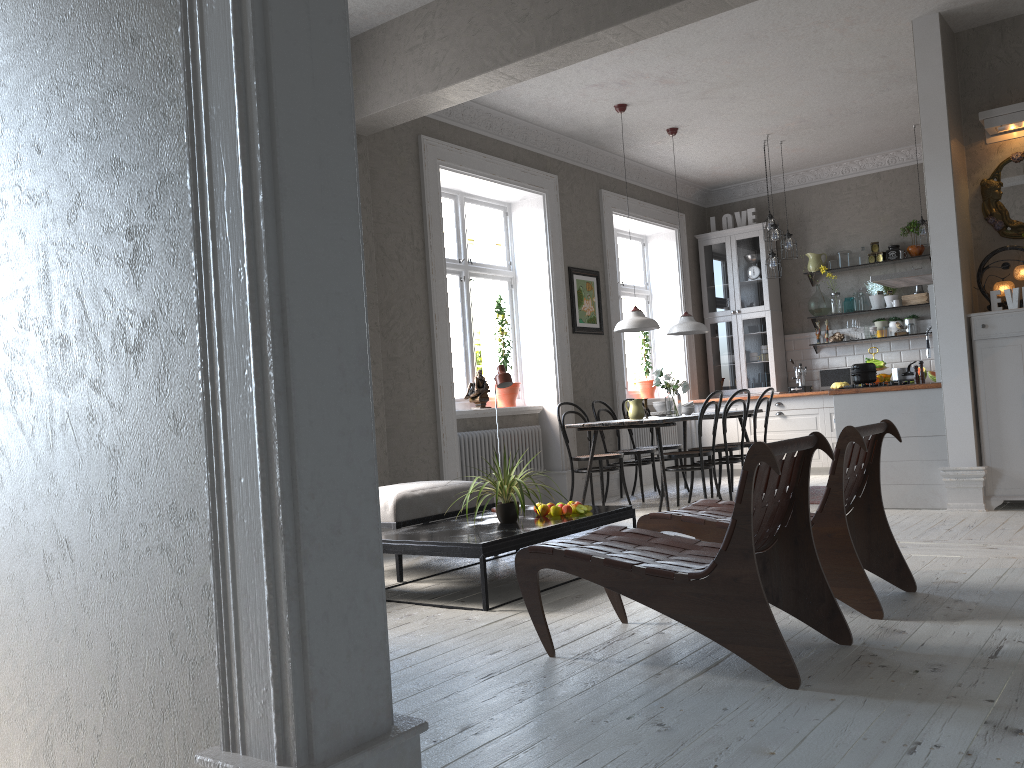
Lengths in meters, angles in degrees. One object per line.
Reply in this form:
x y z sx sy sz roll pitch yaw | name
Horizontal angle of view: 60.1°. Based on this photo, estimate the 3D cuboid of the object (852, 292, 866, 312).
3.689 -0.872 9.426 0.127 0.206 0.122 -3 -2 -30 | object

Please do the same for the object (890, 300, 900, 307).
3.980 -0.834 9.177 0.063 0.071 0.104 -3 -2 -23 | object

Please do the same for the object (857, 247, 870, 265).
3.781 -1.366 9.519 0.140 0.220 0.139 -4 -2 -4 | object

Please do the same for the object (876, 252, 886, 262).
3.882 -1.328 9.311 0.084 0.113 0.081 -2 -2 -43 | object

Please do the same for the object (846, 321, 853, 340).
3.645 -0.573 9.556 0.080 0.217 0.083 -5 -2 23 | object

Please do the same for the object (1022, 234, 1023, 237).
3.496 -0.779 5.693 0.345 0.553 0.293 -3 -2 -19 | object

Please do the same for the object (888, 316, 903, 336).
4.031 -0.605 9.307 0.150 0.214 0.171 -3 -2 -23 | object

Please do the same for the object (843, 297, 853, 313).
3.649 -0.848 9.570 0.123 0.172 0.129 -5 -2 40 | object

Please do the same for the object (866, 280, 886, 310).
3.886 -0.962 9.392 0.239 0.354 0.240 -3 -2 -35 | object

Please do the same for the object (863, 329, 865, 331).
3.796 -0.553 9.463 0.079 0.083 0.076 -3 -2 -35 | object

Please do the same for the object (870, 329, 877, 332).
3.801 -0.544 9.308 0.079 0.051 0.075 -3 -2 -34 | object

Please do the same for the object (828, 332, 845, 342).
3.517 -0.508 9.601 0.175 0.111 0.097 -4 -2 14 | object

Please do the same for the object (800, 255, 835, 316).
3.323 -1.075 9.682 0.333 0.674 0.339 -4 -2 5 | object

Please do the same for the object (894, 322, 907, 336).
4.037 -0.576 9.191 0.118 0.147 0.101 -4 -2 5 | object

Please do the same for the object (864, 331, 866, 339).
3.798 -0.520 9.462 0.079 0.083 0.076 -3 -2 -35 | object

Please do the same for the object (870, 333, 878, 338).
3.803 -0.510 9.307 0.076 0.051 0.078 -5 -2 30 | object

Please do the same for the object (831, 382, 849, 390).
3.430 0.019 9.253 0.193 0.083 0.193 -5 -2 37 | object

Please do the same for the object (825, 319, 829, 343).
3.447 -0.576 9.684 0.062 0.264 0.052 -3 -2 -17 | object

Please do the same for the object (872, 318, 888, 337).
3.904 -0.598 9.391 0.155 0.217 0.158 -4 -2 17 | object

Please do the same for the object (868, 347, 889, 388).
3.771 -0.175 9.207 0.347 0.425 0.357 -5 -2 22 | object

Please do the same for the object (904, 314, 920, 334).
4.166 -0.616 9.217 0.155 0.213 0.156 -5 -2 35 | object

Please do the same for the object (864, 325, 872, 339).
3.774 -0.549 9.384 0.078 0.139 0.079 -4 -2 10 | object

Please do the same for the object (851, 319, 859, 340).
3.657 -0.578 9.428 0.080 0.217 0.083 -5 -2 23 | object

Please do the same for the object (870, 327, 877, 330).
3.799 -0.570 9.309 0.076 0.051 0.078 -5 -2 23 | object

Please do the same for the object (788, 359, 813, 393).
3.111 -0.089 9.635 0.201 0.370 0.360 -5 -2 37 | object

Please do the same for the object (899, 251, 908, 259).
4.036 -1.336 9.134 0.091 0.096 0.076 -5 -2 38 | object

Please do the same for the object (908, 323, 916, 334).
4.113 -0.567 9.112 0.076 0.108 0.079 -5 -2 30 | object

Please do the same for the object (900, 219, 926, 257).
4.153 -1.496 9.110 0.245 0.397 0.256 -3 -2 -28 | object

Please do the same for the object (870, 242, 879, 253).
3.827 -1.435 9.339 0.082 0.113 0.084 -5 -2 17 | object

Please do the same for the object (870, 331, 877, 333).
3.802 -0.527 9.308 0.076 0.051 0.078 -5 -2 30 | object

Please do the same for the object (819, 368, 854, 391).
3.475 -0.048 9.477 0.344 0.226 0.090 -5 -2 37 | object

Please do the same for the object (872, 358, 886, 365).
3.827 -0.225 9.218 0.090 0.096 0.177 -3 -2 -32 | object

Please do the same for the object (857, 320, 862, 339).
3.710 -0.580 9.502 0.080 0.217 0.083 -5 -2 23 | object

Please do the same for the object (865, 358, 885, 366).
3.762 -0.231 9.179 0.206 0.101 0.068 -6 -3 43 | object

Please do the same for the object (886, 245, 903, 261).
4.007 -1.368 9.280 0.139 0.174 0.145 -5 -2 37 | object

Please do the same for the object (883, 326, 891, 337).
3.925 -0.548 9.285 0.076 0.108 0.079 -5 -2 30 | object

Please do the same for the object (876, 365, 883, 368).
3.797 -0.167 9.162 0.075 0.062 0.101 -4 -2 10 | object

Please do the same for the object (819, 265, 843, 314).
3.437 -1.020 9.541 0.188 0.540 0.286 -5 -2 29 | object

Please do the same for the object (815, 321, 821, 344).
3.374 -0.568 9.758 0.053 0.264 0.062 -4 -2 8 | object

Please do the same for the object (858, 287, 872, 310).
3.799 -0.904 9.535 0.128 0.264 0.134 -6 -2 42 | object

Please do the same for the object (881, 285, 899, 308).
3.957 -0.983 9.272 0.184 0.380 0.169 -4 -2 -2 | object

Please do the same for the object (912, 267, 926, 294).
4.188 -1.067 9.129 0.129 0.287 0.132 -5 -2 22 | object

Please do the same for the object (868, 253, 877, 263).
3.816 -1.321 9.365 0.081 0.113 0.084 -5 -2 37 | object
